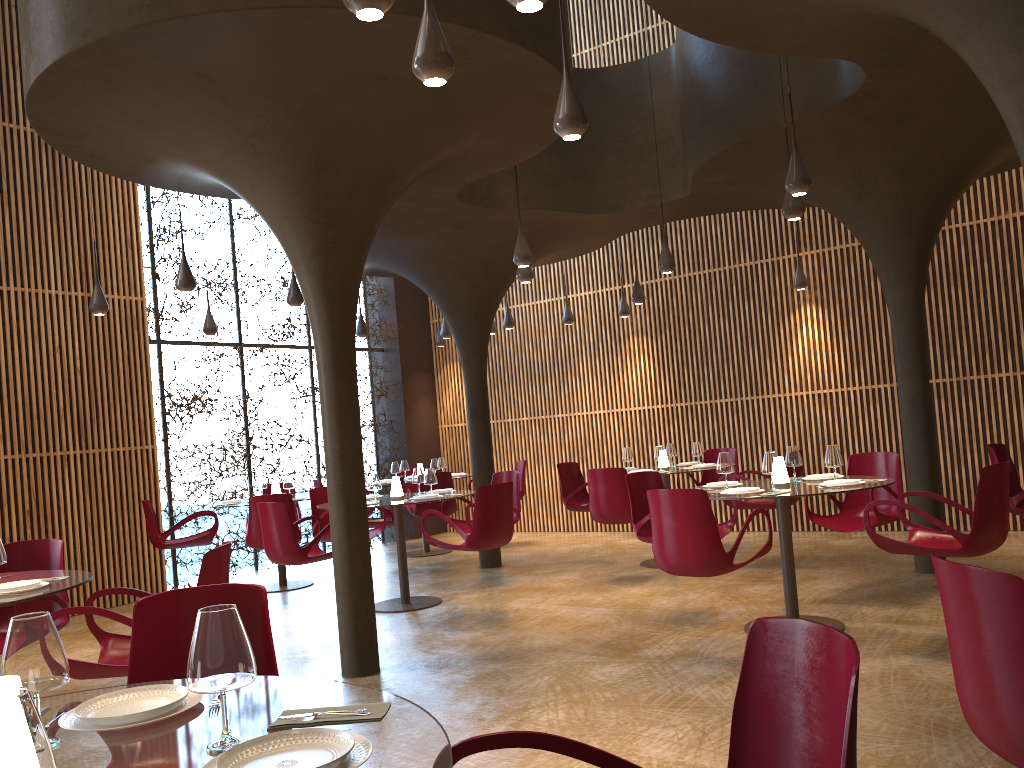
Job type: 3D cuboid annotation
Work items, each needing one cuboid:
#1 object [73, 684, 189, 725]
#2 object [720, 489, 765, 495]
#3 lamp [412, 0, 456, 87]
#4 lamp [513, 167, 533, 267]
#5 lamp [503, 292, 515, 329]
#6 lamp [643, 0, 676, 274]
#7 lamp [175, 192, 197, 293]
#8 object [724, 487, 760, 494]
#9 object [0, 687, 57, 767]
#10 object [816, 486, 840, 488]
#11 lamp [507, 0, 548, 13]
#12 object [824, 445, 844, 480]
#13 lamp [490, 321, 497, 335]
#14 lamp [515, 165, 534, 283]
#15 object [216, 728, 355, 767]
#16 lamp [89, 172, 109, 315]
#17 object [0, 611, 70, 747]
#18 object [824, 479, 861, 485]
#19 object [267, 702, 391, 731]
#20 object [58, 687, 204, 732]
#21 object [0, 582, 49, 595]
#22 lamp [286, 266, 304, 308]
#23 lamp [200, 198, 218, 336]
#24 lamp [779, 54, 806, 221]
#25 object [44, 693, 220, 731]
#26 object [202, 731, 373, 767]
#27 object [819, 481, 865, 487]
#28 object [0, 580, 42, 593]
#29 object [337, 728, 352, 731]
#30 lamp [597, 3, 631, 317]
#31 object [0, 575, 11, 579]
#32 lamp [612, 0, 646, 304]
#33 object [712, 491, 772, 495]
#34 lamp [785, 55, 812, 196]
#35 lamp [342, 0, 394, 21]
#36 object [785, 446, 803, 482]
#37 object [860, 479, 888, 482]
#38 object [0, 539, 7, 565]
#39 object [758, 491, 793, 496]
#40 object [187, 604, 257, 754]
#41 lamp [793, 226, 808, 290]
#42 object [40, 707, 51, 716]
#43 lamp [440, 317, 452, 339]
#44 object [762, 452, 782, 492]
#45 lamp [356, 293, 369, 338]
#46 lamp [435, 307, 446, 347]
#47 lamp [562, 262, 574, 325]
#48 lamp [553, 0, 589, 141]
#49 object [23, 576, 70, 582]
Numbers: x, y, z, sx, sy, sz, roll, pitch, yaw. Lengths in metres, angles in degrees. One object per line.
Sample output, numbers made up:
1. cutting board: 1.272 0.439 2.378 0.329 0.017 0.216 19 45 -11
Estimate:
1. object: -0.938 0.796 2.192 0.263 0.029 0.263 -4 -3 -18
2. object: 1.734 0.815 6.679 0.332 0.014 0.332 -6 -3 25
3. lamp: -0.606 -4.471 4.037 0.195 6.272 0.196 -4 -2 -30
4. lamp: -0.150 -4.267 8.688 0.196 6.272 0.196 -4 -2 -20
5. lamp: -0.306 -3.983 13.879 0.195 6.272 0.196 -4 -2 -40
6. lamp: 1.441 -4.342 9.796 0.195 6.272 0.196 -4 -2 -40
7. lamp: -3.384 -4.001 8.575 0.196 6.272 0.196 -5 -1 -10
8. object: 1.733 0.805 6.679 0.263 0.029 0.263 -3 -4 -36
9. object: -0.747 0.606 1.307 0.142 0.295 0.142 -4 -2 -28
10. object: 2.480 0.753 6.664 0.410 0.012 0.205 -2 -4 -38
11. lamp: -0.196 -4.538 3.399 0.196 6.272 0.196 -5 -2 20
12. object: 2.506 0.624 6.901 0.142 0.295 0.142 -5 -2 10
13. lamp: -0.588 -3.931 14.427 0.196 6.272 0.196 -5 -2 20
14. lamp: -0.116 -4.219 9.650 0.196 6.272 0.196 -4 -2 -20
15. object: -0.439 0.730 1.729 0.263 0.029 0.263 -7 -4 33
16. lamp: -4.608 -3.854 9.418 0.196 6.272 0.196 -5 -1 10
17. object: -1.077 0.670 2.002 0.142 0.295 0.142 -5 -2 1
18. object: 2.482 0.742 6.667 0.263 0.029 0.263 -8 -4 43
19. object: -0.414 0.760 2.030 0.262 0.017 0.126 -5 -3 1
20. object: -0.937 0.805 2.192 0.332 0.014 0.331 -8 -4 43
21. object: -2.609 1.073 4.641 0.331 0.014 0.332 -3 -3 -31
22. lamp: -2.682 -3.986 9.996 0.196 6.272 0.196 -5 -1 -10
23. lamp: -4.243 -3.762 11.789 0.195 6.272 0.196 -4 -2 -30
24. lamp: 2.125 -4.516 7.572 0.196 6.272 0.196 -4 -2 -20
25. object: -0.932 0.806 2.194 0.410 0.012 0.204 -4 -3 -13
26. object: -0.438 0.739 1.728 0.332 0.014 0.331 -7 -4 39
27. object: 2.483 0.752 6.667 0.331 0.014 0.332 -4 -3 -21
28. object: -2.610 1.064 4.641 0.263 0.029 0.263 -4 -3 -9
29. object: -0.437 0.740 1.724 0.204 0.012 0.411 -5 -3 -4
30. lamp: 1.457 -4.146 13.595 0.196 6.272 0.196 -4 -2 -30
31. object: -3.198 1.153 5.205 0.410 0.012 0.204 -5 -3 -4
32. lamp: 1.473 -4.220 12.198 0.195 6.272 0.196 -4 -2 -40
33. object: 1.731 0.817 6.682 0.204 0.012 0.411 -2 -4 -44
34. lamp: 1.884 -4.541 6.702 0.196 6.272 0.196 -4 -2 -20
35. lamp: -0.789 -4.490 3.360 0.196 6.272 0.196 -5 -2 20
36. object: 2.333 0.662 7.342 0.142 0.295 0.142 -4 -2 -22
37. object: 2.743 0.745 6.821 0.126 0.017 0.262 -3 -4 -34
38. object: -2.807 0.960 4.783 0.142 0.295 0.142 -3 -2 -41
39. object: 1.912 0.795 6.434 0.261 0.017 0.126 -2 -4 -40
40. object: -0.618 0.626 1.892 0.142 0.295 0.142 -4 -2 -23
41. lamp: 3.664 -4.408 12.114 0.195 6.272 0.196 -4 -2 -40
42. object: -1.236 0.836 2.164 0.126 0.017 0.262 -4 -3 -9
43. lamp: -1.330 -3.865 14.501 0.195 6.272 0.196 -4 -2 -30
44. object: 1.954 0.659 6.670 0.142 0.295 0.142 -6 -2 27
45. lamp: -2.509 -3.823 13.396 0.195 6.272 0.196 -4 -2 -30
46. lamp: -1.516 -3.786 15.705 0.195 6.272 0.196 -4 -2 -30
47. lamp: 0.625 -4.056 13.971 0.195 6.272 0.196 -4 -2 -40
48. lamp: 0.068 -4.479 4.956 0.196 6.272 0.196 -4 -2 -20
49. object: -2.621 1.097 4.943 0.262 0.017 0.126 -4 -3 -6
